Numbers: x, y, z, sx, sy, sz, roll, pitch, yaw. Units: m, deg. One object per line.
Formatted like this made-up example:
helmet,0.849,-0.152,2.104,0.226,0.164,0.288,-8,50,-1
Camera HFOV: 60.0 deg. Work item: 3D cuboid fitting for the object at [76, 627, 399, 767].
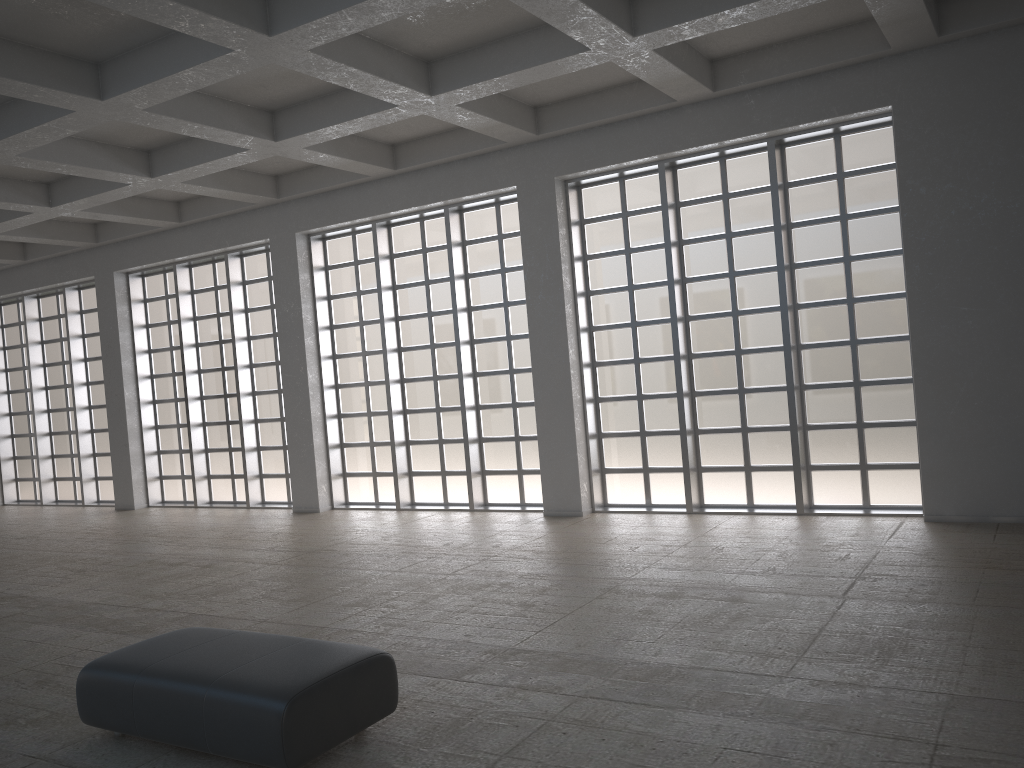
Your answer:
object,-2.820,3.119,9.036,3.044,0.828,1.616,-4,1,32
